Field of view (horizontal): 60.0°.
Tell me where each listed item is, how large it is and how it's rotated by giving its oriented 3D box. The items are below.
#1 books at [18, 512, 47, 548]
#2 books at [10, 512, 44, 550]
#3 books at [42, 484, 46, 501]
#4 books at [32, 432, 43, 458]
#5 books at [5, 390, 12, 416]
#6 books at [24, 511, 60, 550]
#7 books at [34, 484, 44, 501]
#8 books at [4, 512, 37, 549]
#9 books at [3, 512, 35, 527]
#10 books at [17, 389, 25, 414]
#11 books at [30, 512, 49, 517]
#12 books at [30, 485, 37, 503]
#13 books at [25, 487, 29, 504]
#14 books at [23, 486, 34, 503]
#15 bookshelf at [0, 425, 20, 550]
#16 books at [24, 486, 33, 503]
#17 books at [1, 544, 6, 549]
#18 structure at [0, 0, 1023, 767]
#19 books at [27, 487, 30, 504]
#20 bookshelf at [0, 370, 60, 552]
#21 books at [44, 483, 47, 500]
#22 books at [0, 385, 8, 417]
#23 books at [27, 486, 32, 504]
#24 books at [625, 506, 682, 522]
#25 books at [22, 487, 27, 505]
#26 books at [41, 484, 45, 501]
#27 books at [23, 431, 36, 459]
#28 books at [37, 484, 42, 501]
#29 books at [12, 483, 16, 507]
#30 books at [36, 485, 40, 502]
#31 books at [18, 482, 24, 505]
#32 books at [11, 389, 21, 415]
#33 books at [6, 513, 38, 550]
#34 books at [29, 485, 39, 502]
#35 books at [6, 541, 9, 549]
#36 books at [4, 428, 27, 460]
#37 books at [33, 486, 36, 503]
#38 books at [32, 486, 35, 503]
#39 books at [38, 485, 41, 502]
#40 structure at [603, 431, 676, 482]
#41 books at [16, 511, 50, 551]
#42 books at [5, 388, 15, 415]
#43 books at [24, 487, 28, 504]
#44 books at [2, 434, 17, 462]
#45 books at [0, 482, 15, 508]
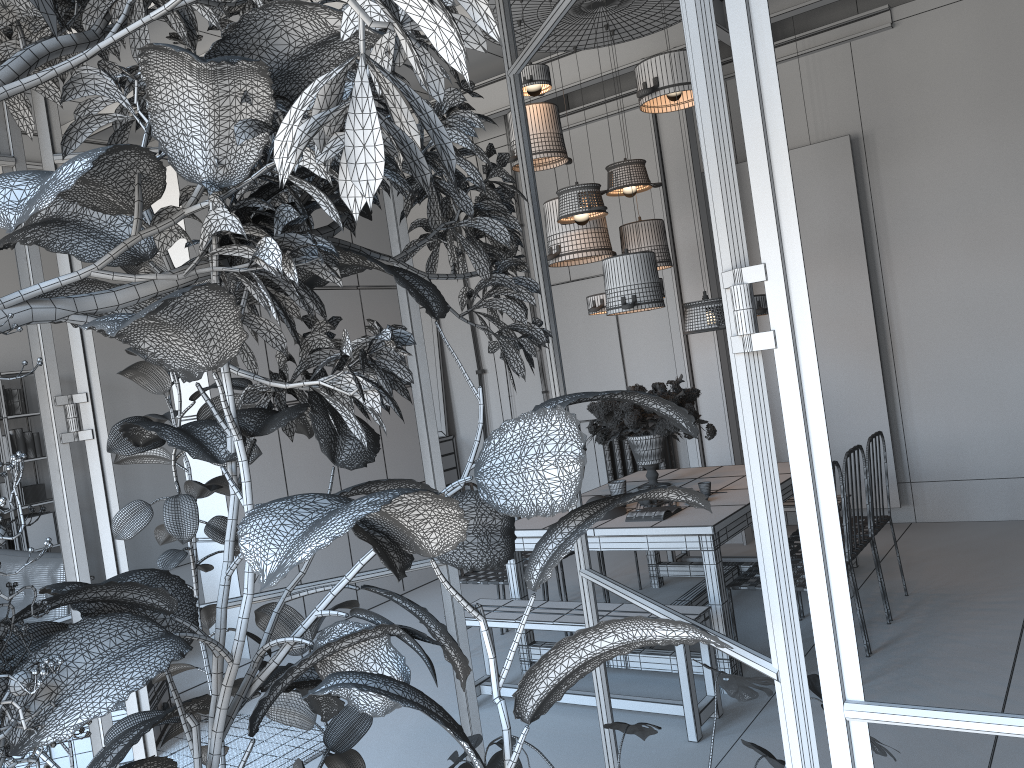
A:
[{"bbox_3d":[-4.531,1.408,8.431,0.027,0.326,0.272,-8,1,34],"label":"books"},{"bbox_3d":[-4.624,1.422,8.513,0.056,0.315,0.317,-8,1,34],"label":"books"},{"bbox_3d":[-4.562,1.054,8.583,0.134,0.177,0.012,-8,1,34],"label":"books"},{"bbox_3d":[-4.608,0.594,8.548,0.180,0.244,0.057,-8,1,34],"label":"books"},{"bbox_3d":[-4.797,0.190,8.367,0.194,0.241,0.030,-8,1,31],"label":"books"},{"bbox_3d":[-4.443,1.397,8.384,0.033,0.326,0.303,-8,1,34],"label":"books"},{"bbox_3d":[-4.575,1.056,8.564,0.134,0.177,0.012,-8,1,34],"label":"books"},{"bbox_3d":[-4.720,1.434,8.574,0.033,0.326,0.303,-8,1,34],"label":"books"},{"bbox_3d":[-4.749,1.438,8.592,0.033,0.326,0.303,-8,1,34],"label":"books"},{"bbox_3d":[-4.721,0.175,8.459,0.168,0.243,0.029,-8,1,29],"label":"books"},{"bbox_3d":[-4.485,1.404,8.412,0.068,0.327,0.303,-8,1,35],"label":"books"},{"bbox_3d":[-4.607,1.061,8.516,0.134,0.177,0.012,-8,1,34],"label":"books"},{"bbox_3d":[-4.651,1.069,8.449,0.134,0.177,0.012,-8,1,34],"label":"books"},{"bbox_3d":[-4.626,1.065,8.487,0.134,0.177,0.012,-8,1,34],"label":"books"},{"bbox_3d":[-4.926,1.071,8.113,0.455,2.276,0.455,-8,1,34],"label":"bookshelf"},{"bbox_3d":[-4.632,1.066,8.478,0.134,0.177,0.012,-8,1,34],"label":"books"},{"bbox_3d":[-4.729,1.470,8.185,0.184,0.254,0.025,-8,1,34],"label":"books"},{"bbox_3d":[-0.497,0.006,0.687,2.452,3.454,2.994,-8,1,34],"label":"structure"},{"bbox_3d":[-4.645,1.068,8.459,0.134,0.177,0.012,-8,1,34],"label":"books"},{"bbox_3d":[-4.648,1.023,8.518,0.455,2.276,0.455,-8,1,34],"label":"bookshelf"},{"bbox_3d":[-4.555,1.053,8.593,0.134,0.177,0.012,-8,1,34],"label":"books"},{"bbox_3d":[-4.831,0.170,8.326,0.243,0.299,0.048,-8,1,34],"label":"books"},{"bbox_3d":[-4.639,1.067,8.468,0.134,0.177,0.012,-8,1,34],"label":"books"},{"bbox_3d":[0.707,0.641,4.435,0.202,0.041,0.249,-8,1,32],"label":"books"},{"bbox_3d":[-4.664,1.071,8.430,0.134,0.177,0.012,-8,1,34],"label":"books"},{"bbox_3d":[-4.568,1.055,8.573,0.134,0.177,0.012,-8,1,34],"label":"books"},{"bbox_3d":[-4.657,0.592,8.482,0.195,0.266,0.091,-8,1,34],"label":"books"},{"bbox_3d":[-4.581,1.057,8.554,0.134,0.177,0.012,-8,1,34],"label":"books"},{"bbox_3d":[-4.733,1.051,8.408,0.162,0.229,0.053,-7,1,42],"label":"books"},{"bbox_3d":[-4.594,1.059,8.535,0.134,0.177,0.012,-8,1,34],"label":"books"},{"bbox_3d":[-4.704,1.049,8.440,0.176,0.232,0.015,-8,1,34],"label":"books"},{"bbox_3d":[-4.753,0.178,8.423,0.180,0.248,0.054,-8,1,34],"label":"books"},{"bbox_3d":[-4.675,1.429,8.548,0.068,0.318,0.319,-8,1,34],"label":"books"},{"bbox_3d":[-4.600,1.060,8.526,0.134,0.177,0.012,-8,1,34],"label":"books"},{"bbox_3d":[-4.716,1.467,8.206,0.184,0.254,0.025,-8,1,34],"label":"books"},{"bbox_3d":[-4.694,0.577,8.395,0.224,0.304,0.071,-8,1,34],"label":"books"},{"bbox_3d":[-4.613,1.062,8.506,0.134,0.177,0.012,-8,1,34],"label":"books"},{"bbox_3d":[-4.619,1.064,8.497,0.134,0.177,0.012,-8,1,34],"label":"books"},{"bbox_3d":[-4.587,1.058,8.545,0.134,0.177,0.012,-8,1,34],"label":"books"},{"bbox_3d":[1.163,0.854,7.873,0.733,1.007,0.328,-8,1,34],"label":"structure"},{"bbox_3d":[-4.551,1.410,8.468,0.037,0.322,0.333,-8,1,34],"label":"books"},{"bbox_3d":[-4.781,0.178,8.392,0.189,0.258,0.027,-8,1,34],"label":"books"},{"bbox_3d":[-4.658,1.070,8.440,0.134,0.177,0.012,-8,1,34],"label":"books"},{"bbox_3d":[-4.731,0.606,8.334,0.195,0.268,0.084,-8,1,35],"label":"books"},{"bbox_3d":[-4.768,1.049,8.365,0.170,0.245,0.043,-8,1,34],"label":"books"}]
